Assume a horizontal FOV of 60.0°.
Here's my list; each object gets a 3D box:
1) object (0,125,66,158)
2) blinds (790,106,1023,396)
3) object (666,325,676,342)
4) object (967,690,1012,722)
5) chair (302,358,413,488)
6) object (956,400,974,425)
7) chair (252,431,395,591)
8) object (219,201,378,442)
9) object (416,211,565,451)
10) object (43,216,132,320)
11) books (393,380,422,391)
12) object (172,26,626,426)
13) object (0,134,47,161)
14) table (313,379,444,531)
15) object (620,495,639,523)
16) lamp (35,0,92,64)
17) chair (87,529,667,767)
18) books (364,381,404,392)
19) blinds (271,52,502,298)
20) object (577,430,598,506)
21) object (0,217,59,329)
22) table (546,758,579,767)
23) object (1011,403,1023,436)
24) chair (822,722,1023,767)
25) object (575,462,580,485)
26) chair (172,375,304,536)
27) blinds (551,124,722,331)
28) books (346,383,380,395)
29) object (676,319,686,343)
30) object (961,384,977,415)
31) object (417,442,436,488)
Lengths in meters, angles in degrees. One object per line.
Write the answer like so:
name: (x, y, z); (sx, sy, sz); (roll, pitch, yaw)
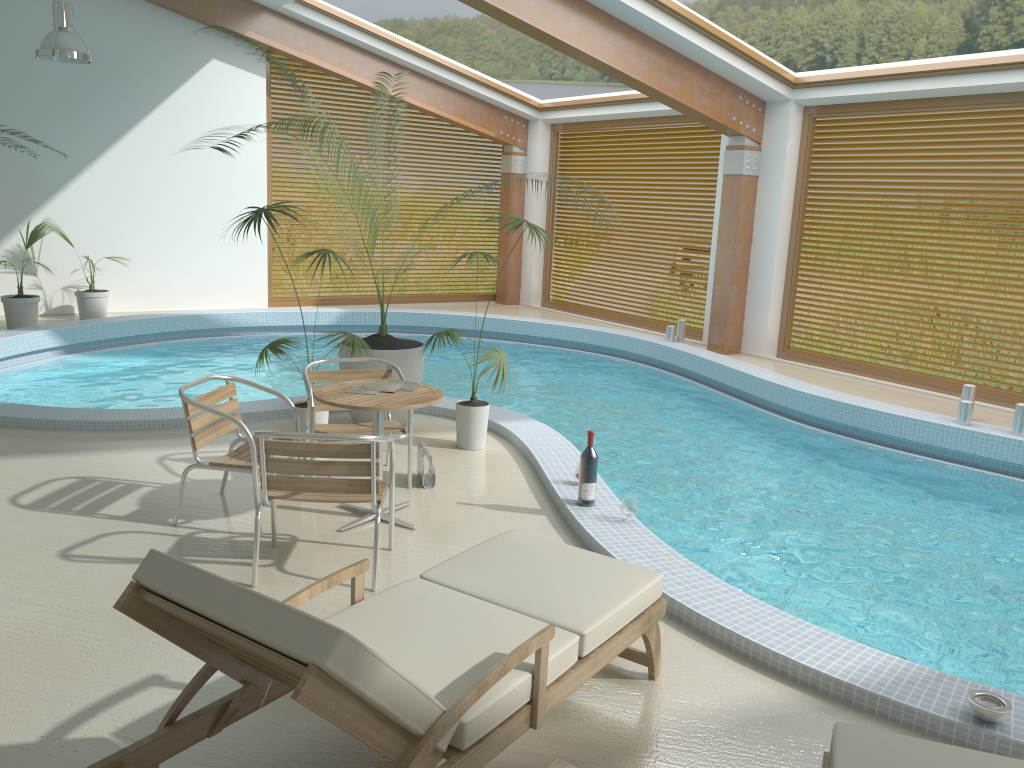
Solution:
object: (-5.395, -1.396, 6.858); (2.979, 2.960, 2.729); (7, 13, 21)
blinds: (4.678, -1.407, 9.302); (0.095, 2.921, 4.200); (-5, 14, -33)
object: (2.044, -0.653, 11.422); (0.115, 0.204, 0.115); (4, 12, 6)
object: (1.662, 1.138, 3.096); (0.140, 0.069, 0.140); (8, 13, 24)
chair: (-0.970, 0.245, 5.500); (0.618, 0.727, 0.563); (-2, 13, -22)
object: (3.874, 0.244, 7.582); (0.115, 0.194, 0.115); (4, 12, 6)
chair: (-0.887, 0.517, 4.220); (0.618, 0.727, 0.563); (2, 12, -2)
object: (-1.415, -0.357, 5.941); (1.059, 1.695, 0.791); (3, 12, 1)
object: (-0.171, -0.372, 6.306); (1.059, 1.695, 0.791); (14, 16, 42)
object: (-5.347, -1.459, 11.230); (1.067, 1.310, 0.822); (-2, 13, -22)
books: (-0.609, 0.010, 4.986); (0.166, 0.004, 0.241); (4, 12, 7)
object: (-0.833, -1.103, 6.530); (2.979, 2.960, 2.729); (-1, 12, -17)
object: (-6.556, -1.877, 8.891); (2.979, 2.960, 2.729); (11, 15, 35)
table: (-0.739, 0.396, 4.882); (0.700, 0.720, 0.700); (0, 12, -15)
object: (0.642, 0.686, 4.852); (0.102, 0.137, 0.102); (-3, 13, -25)
lamp: (-4.410, -4.180, 8.619); (0.506, 1.958, 0.505); (-5, 14, -33)
chair: (-0.240, 0.786, 2.771); (0.861, 0.866, 1.903); (11, 14, 33)
books: (-0.705, 0.015, 4.921); (0.166, 0.004, 0.241); (4, 12, 7)
blinds: (-1.992, -3.356, 14.325); (4.500, 4.025, 0.099); (-5, 14, -33)
object: (0.438, 0.477, 5.068); (0.109, 0.435, 0.109); (3, 12, 1)
object: (-5.734, -1.318, 10.465); (0.822, 1.310, 1.067); (4, 12, 5)
table: (0.170, 1.215, 2.309); (0.320, 0.255, 0.283); (11, 14, 33)
object: (4.180, 0.292, 7.277); (0.115, 0.254, 0.115); (4, 12, 6)
chair: (0.913, 1.120, 1.447); (0.861, 0.866, 1.903); (7, 12, 17)
object: (0.436, 0.552, 5.445); (0.102, 0.137, 0.102); (-3, 13, -25)
chair: (-1.469, 0.356, 4.853); (0.563, 0.727, 0.618); (4, 12, 8)
blinds: (1.886, -2.394, 13.371); (0.095, 2.921, 4.200); (-5, 14, -33)
books: (-0.793, 0.027, 4.863); (0.166, 0.004, 0.241); (4, 12, 7)
object: (2.237, -0.690, 11.749); (0.115, 0.320, 0.115); (6, 12, 14)
object: (4.154, 0.169, 8.091); (0.115, 0.320, 0.115); (6, 12, 14)
object: (-0.541, 0.509, 5.601); (0.081, 0.223, 0.272); (0, 12, -14)
